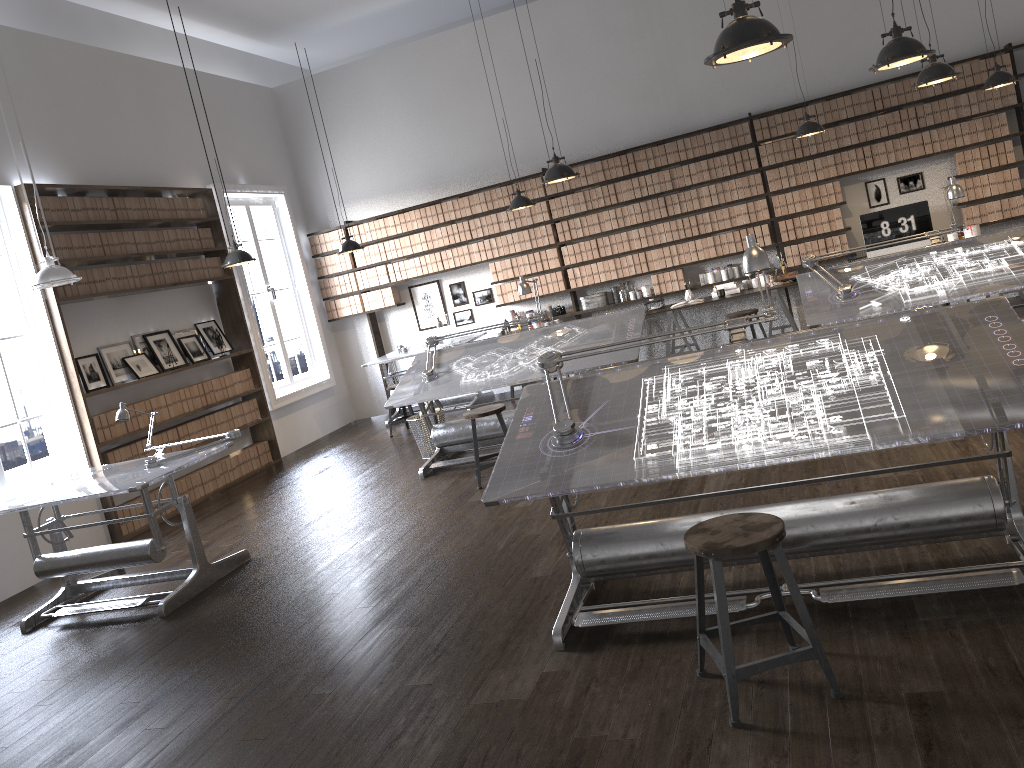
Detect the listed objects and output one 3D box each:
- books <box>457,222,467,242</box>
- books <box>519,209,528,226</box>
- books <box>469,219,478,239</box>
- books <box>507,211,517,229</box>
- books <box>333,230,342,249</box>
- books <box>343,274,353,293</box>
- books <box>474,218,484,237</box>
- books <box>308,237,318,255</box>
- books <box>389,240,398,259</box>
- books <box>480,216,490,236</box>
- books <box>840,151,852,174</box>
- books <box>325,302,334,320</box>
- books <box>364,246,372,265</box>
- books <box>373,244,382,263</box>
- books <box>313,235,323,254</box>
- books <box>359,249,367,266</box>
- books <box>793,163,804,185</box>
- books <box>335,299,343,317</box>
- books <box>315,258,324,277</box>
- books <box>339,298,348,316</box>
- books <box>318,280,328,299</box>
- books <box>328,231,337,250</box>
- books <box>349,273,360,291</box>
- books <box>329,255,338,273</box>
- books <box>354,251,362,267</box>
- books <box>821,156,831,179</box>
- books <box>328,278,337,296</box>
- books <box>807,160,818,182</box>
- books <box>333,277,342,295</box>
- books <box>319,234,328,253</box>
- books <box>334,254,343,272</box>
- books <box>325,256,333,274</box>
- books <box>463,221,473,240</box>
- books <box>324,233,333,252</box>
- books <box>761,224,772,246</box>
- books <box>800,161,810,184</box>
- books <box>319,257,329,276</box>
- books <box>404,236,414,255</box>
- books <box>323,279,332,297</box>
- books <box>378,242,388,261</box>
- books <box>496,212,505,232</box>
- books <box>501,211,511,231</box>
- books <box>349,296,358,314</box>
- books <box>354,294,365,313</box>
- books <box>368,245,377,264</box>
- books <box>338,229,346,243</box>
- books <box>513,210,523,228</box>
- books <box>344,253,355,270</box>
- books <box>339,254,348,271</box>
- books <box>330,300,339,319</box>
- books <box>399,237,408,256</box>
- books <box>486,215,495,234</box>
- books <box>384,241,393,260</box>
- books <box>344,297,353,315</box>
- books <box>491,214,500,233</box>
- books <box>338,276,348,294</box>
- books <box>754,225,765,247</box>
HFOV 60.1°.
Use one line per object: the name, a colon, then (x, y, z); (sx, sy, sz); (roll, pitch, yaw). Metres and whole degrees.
books: (-0.566, -1.803, 10.509); (0.066, 0.224, 0.176); (-12, 6, 19)
books: (0.153, -1.940, 10.272); (0.066, 0.225, 0.176); (-12, 6, 18)
books: (-0.427, -1.830, 10.464); (0.066, 0.225, 0.176); (-12, 6, 19)
books: (0.021, -1.914, 10.310); (0.066, 0.225, 0.176); (-12, 6, 19)
books: (-2.121, -1.793, 10.975); (0.066, 0.225, 0.176); (-12, 6, 18)
books: (-2.005, -1.259, 11.021); (0.066, 0.225, 0.176); (-12, 6, 19)
books: (-0.362, -1.842, 10.437); (0.066, 0.225, 0.176); (-12, 6, 19)
books: (-2.452, -1.730, 11.083); (0.066, 0.225, 0.176); (-12, 6, 19)
books: (-1.410, -1.642, 10.784); (0.066, 0.225, 0.176); (-12, 6, 18)
books: (-0.295, -1.855, 10.419); (0.066, 0.225, 0.176); (-12, 6, 18)
books: (3.472, -2.300, 9.213); (0.066, 0.225, 0.176); (-12, 6, 19)
books: (-2.266, -0.930, 11.156); (0.066, 0.225, 0.176); (-12, 6, 19)
books: (-1.736, -1.580, 10.890); (0.066, 0.225, 0.176); (-12, 6, 18)
books: (-1.614, -1.604, 10.857); (0.066, 0.224, 0.176); (-12, 6, 18)
books: (-2.385, -1.742, 11.061); (0.066, 0.225, 0.176); (-12, 6, 18)
books: (-1.803, -1.567, 10.912); (0.066, 0.225, 0.176); (-12, 6, 19)
books: (3.025, -2.215, 9.362); (0.066, 0.225, 0.176); (-12, 6, 19)
books: (-2.127, -0.956, 11.110); (0.066, 0.224, 0.176); (-12, 6, 19)
books: (-2.379, -1.464, 11.107); (0.066, 0.225, 0.176); (-12, 6, 18)
books: (-2.067, -0.967, 11.088); (0.066, 0.224, 0.176); (-12, 6, 18)
books: (-2.336, -1.195, 11.130); (0.066, 0.225, 0.176); (-12, 6, 18)
books: (-2.186, -1.781, 11.001); (0.066, 0.225, 0.176); (-12, 6, 19)
books: (-1.934, -1.273, 11.004); (0.066, 0.224, 0.176); (-12, 6, 18)
books: (-2.187, -1.501, 11.044); (0.066, 0.224, 0.176); (-12, 6, 18)
books: (-1.870, -1.555, 10.938); (0.066, 0.225, 0.176); (-12, 6, 19)
books: (3.281, -2.263, 9.275); (0.066, 0.224, 0.176); (-12, 6, 19)
books: (-2.205, -1.221, 11.093); (0.066, 0.225, 0.176); (-12, 6, 19)
books: (3.154, -2.239, 9.314); (0.066, 0.225, 0.176); (-12, 6, 18)
books: (-2.140, -1.233, 11.067); (0.066, 0.225, 0.176); (-12, 6, 18)
books: (-2.316, -1.756, 11.042); (0.066, 0.225, 0.176); (-12, 6, 18)
books: (-2.127, -1.512, 11.019); (0.066, 0.225, 0.176); (-12, 6, 19)
books: (-2.246, -1.489, 11.061); (0.066, 0.224, 0.176); (-12, 6, 18)
books: (-0.498, -1.816, 10.481); (0.066, 0.225, 0.176); (-12, 6, 18)
books: (-2.250, -1.769, 11.024); (0.066, 0.225, 0.176); (-12, 6, 19)
books: (2.743, -1.608, 9.536); (0.066, 0.224, 0.176); (-12, 6, 18)
books: (3.089, -2.227, 9.339); (0.066, 0.225, 0.176); (-12, 6, 19)
books: (-2.314, -1.476, 11.082); (0.066, 0.225, 0.176); (-12, 6, 19)
books: (-1.216, -1.679, 10.718); (0.066, 0.225, 0.176); (-12, 6, 18)
books: (-2.271, -1.209, 11.115); (0.066, 0.225, 0.176); (-12, 6, 19)
books: (-1.547, -1.616, 10.828); (0.066, 0.225, 0.176); (-12, 6, 19)
books: (-0.104, -1.891, 10.355); (0.066, 0.224, 0.176); (-12, 6, 18)
books: (-0.046, -1.902, 10.334); (0.066, 0.224, 0.176); (-12, 6, 18)
books: (-1.942, -0.990, 11.042); (0.066, 0.225, 0.176); (-12, 6, 18)
books: (-1.873, -1.004, 11.023); (0.066, 0.225, 0.176); (-12, 6, 18)
books: (-1.676, -1.592, 10.874); (0.066, 0.224, 0.176); (-12, 6, 19)
books: (-2.053, -1.806, 10.955); (0.066, 0.224, 0.176); (-12, 6, 19)
books: (0.087, -1.927, 10.292); (0.066, 0.225, 0.176); (-12, 6, 18)
books: (-1.996, -1.537, 10.982); (0.066, 0.225, 0.176); (-12, 6, 18)
books: (-2.062, -1.525, 11.003); (0.066, 0.225, 0.176); (-12, 6, 18)
books: (-2.198, -0.942, 11.128); (0.066, 0.225, 0.176); (-12, 6, 18)
books: (-1.277, -1.668, 10.744); (0.066, 0.225, 0.176); (-12, 6, 19)
books: (-0.229, -1.867, 10.397); (0.066, 0.225, 0.176); (-12, 6, 18)
books: (-1.475, -1.631, 10.811); (0.066, 0.225, 0.176); (-12, 6, 18)
books: (-2.009, -0.978, 11.064); (0.066, 0.225, 0.176); (-12, 6, 19)
books: (-0.168, -1.878, 10.371); (0.066, 0.225, 0.176); (-12, 6, 19)
books: (-2.073, -1.246, 11.050); (0.066, 0.225, 0.176); (-12, 6, 18)
books: (2.670, -1.594, 9.558); (0.066, 0.225, 0.176); (-12, 6, 19)
